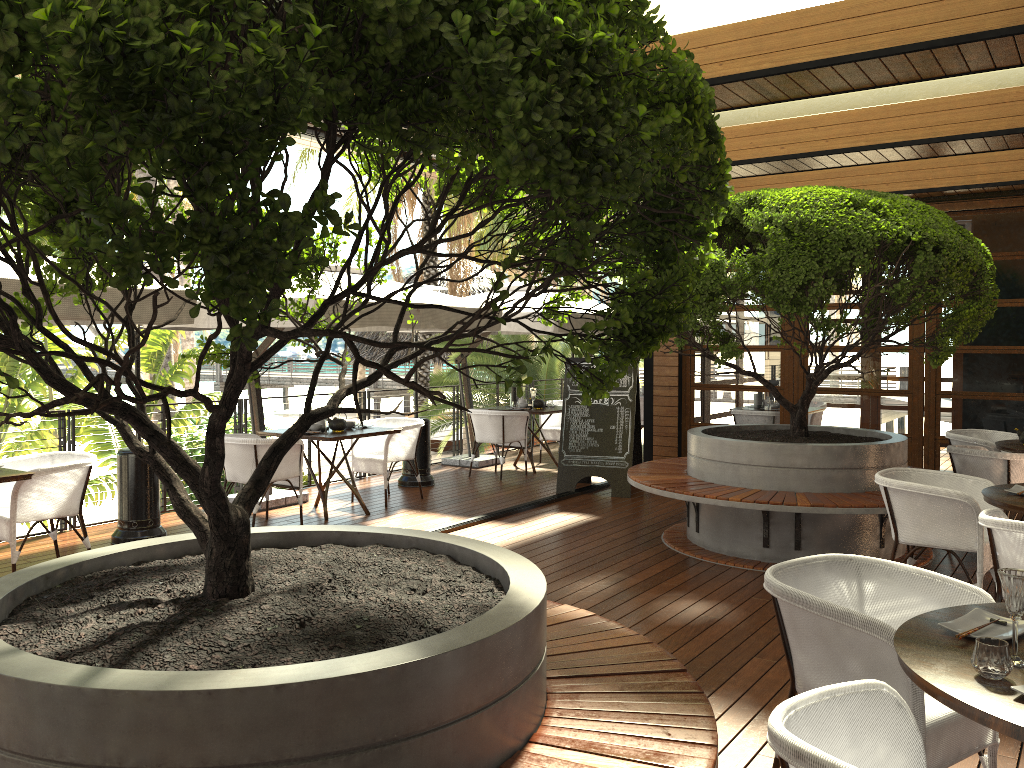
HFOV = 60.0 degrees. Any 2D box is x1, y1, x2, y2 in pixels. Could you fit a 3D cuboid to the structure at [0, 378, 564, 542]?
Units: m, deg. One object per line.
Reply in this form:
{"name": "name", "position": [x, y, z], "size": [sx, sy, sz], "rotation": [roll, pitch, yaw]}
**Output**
{"name": "structure", "position": [-5.087, 0.885, 5.086], "size": [0.163, 1.152, 26.278], "rotation": [1, 3, 34]}

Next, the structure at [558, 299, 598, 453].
{"name": "structure", "position": [0.853, -0.129, 12.453], "size": [0.699, 2.191, 0.699], "rotation": [1, 2, 22]}

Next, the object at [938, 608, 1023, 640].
{"name": "object", "position": [1.298, 0.673, 2.439], "size": [0.295, 0.025, 0.170], "rotation": [-2, 3, -39]}

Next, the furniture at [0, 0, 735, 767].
{"name": "furniture", "position": [-0.756, 0.089, 2.503], "size": [2.616, 2.721, 2.696], "rotation": [1, 2, 24]}

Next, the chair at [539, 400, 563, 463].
{"name": "chair", "position": [0.711, 0.619, 11.540], "size": [0.627, 0.788, 0.617], "rotation": [1, 2, 35]}

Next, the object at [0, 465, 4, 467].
{"name": "object", "position": [-3.338, 0.520, 5.551], "size": [0.295, 0.025, 0.170], "rotation": [2, 3, 34]}

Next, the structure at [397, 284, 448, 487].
{"name": "structure", "position": [-1.041, -0.002, 9.633], "size": [0.699, 2.191, 0.699], "rotation": [1, 2, 22]}

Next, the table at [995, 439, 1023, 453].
{"name": "table", "position": [4.389, 0.862, 6.853], "size": [1.166, 0.749, 1.167], "rotation": [0, 2, 3]}

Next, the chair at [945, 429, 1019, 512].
{"name": "chair", "position": [4.085, 0.808, 7.602], "size": [0.627, 0.788, 0.617], "rotation": [-1, 2, -25]}

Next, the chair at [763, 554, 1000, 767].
{"name": "chair", "position": [1.172, 1.020, 2.895], "size": [0.627, 0.788, 0.617], "rotation": [-1, 2, -35]}

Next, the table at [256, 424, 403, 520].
{"name": "table", "position": [-1.649, 0.793, 8.080], "size": [0.932, 0.749, 0.932], "rotation": [2, 3, 34]}

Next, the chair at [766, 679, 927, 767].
{"name": "chair", "position": [0.855, 1.072, 1.759], "size": [0.617, 0.788, 0.628], "rotation": [-1, 2, -35]}

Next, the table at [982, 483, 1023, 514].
{"name": "table", "position": [3.043, 0.967, 4.514], "size": [1.166, 0.749, 1.167], "rotation": [0, 2, 3]}

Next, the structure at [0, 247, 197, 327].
{"name": "structure", "position": [-3.622, 0.132, 5.260], "size": [2.414, 2.331, 2.415], "rotation": [2, 3, 34]}

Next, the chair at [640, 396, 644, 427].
{"name": "chair", "position": [1.695, 0.551, 13.050], "size": [0.627, 0.788, 0.617], "rotation": [1, 2, 35]}

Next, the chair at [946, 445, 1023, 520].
{"name": "chair", "position": [3.576, 0.856, 6.538], "size": [0.617, 0.788, 0.628], "rotation": [-1, 2, -25]}

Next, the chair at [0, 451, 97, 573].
{"name": "chair", "position": [-3.106, 0.874, 5.858], "size": [0.627, 0.788, 0.617], "rotation": [1, 2, 35]}

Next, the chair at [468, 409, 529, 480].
{"name": "chair", "position": [-0.176, 0.676, 10.265], "size": [0.627, 0.788, 0.617], "rotation": [1, 2, 35]}

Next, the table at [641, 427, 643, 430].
{"name": "table", "position": [2.126, 0.540, 13.701], "size": [0.932, 0.749, 0.932], "rotation": [2, 3, 34]}

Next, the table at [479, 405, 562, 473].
{"name": "table", "position": [0.239, 0.666, 10.890], "size": [0.932, 0.749, 0.932], "rotation": [2, 3, 34]}

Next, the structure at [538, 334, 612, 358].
{"name": "structure", "position": [2.026, -0.247, 13.668], "size": [2.414, 2.331, 2.415], "rotation": [2, 3, 34]}

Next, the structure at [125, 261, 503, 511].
{"name": "structure", "position": [-1.739, 0.006, 8.063], "size": [2.414, 2.331, 2.415], "rotation": [2, 3, 34]}

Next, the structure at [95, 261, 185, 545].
{"name": "structure", "position": [-2.897, 0.123, 6.869], "size": [0.699, 2.191, 0.699], "rotation": [1, 2, 22]}

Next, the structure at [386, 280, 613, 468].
{"name": "structure", "position": [0.143, -0.121, 10.866], "size": [2.414, 2.331, 2.415], "rotation": [2, 3, 34]}

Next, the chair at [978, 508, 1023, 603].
{"name": "chair", "position": [2.435, 0.974, 3.959], "size": [0.627, 0.788, 0.617], "rotation": [2, 3, 40]}

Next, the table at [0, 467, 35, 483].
{"name": "table", "position": [-3.537, 0.919, 5.269], "size": [0.932, 0.749, 0.932], "rotation": [2, 3, 34]}

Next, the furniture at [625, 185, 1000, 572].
{"name": "furniture", "position": [2.190, -0.103, 6.766], "size": [2.569, 2.721, 2.721], "rotation": [0, 2, -1]}

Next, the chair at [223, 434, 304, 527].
{"name": "chair", "position": [-2.120, 0.806, 7.369], "size": [0.627, 0.788, 0.617], "rotation": [1, 2, 35]}

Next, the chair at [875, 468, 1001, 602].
{"name": "chair", "position": [2.447, 0.919, 5.138], "size": [0.617, 0.788, 0.627], "rotation": [2, 3, 40]}

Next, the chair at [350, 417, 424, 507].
{"name": "chair", "position": [-1.201, 0.747, 8.693], "size": [0.627, 0.788, 0.617], "rotation": [1, 2, 35]}

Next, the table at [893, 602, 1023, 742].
{"name": "table", "position": [1.558, 1.074, 2.159], "size": [1.166, 0.749, 1.166], "rotation": [1, 2, 14]}
